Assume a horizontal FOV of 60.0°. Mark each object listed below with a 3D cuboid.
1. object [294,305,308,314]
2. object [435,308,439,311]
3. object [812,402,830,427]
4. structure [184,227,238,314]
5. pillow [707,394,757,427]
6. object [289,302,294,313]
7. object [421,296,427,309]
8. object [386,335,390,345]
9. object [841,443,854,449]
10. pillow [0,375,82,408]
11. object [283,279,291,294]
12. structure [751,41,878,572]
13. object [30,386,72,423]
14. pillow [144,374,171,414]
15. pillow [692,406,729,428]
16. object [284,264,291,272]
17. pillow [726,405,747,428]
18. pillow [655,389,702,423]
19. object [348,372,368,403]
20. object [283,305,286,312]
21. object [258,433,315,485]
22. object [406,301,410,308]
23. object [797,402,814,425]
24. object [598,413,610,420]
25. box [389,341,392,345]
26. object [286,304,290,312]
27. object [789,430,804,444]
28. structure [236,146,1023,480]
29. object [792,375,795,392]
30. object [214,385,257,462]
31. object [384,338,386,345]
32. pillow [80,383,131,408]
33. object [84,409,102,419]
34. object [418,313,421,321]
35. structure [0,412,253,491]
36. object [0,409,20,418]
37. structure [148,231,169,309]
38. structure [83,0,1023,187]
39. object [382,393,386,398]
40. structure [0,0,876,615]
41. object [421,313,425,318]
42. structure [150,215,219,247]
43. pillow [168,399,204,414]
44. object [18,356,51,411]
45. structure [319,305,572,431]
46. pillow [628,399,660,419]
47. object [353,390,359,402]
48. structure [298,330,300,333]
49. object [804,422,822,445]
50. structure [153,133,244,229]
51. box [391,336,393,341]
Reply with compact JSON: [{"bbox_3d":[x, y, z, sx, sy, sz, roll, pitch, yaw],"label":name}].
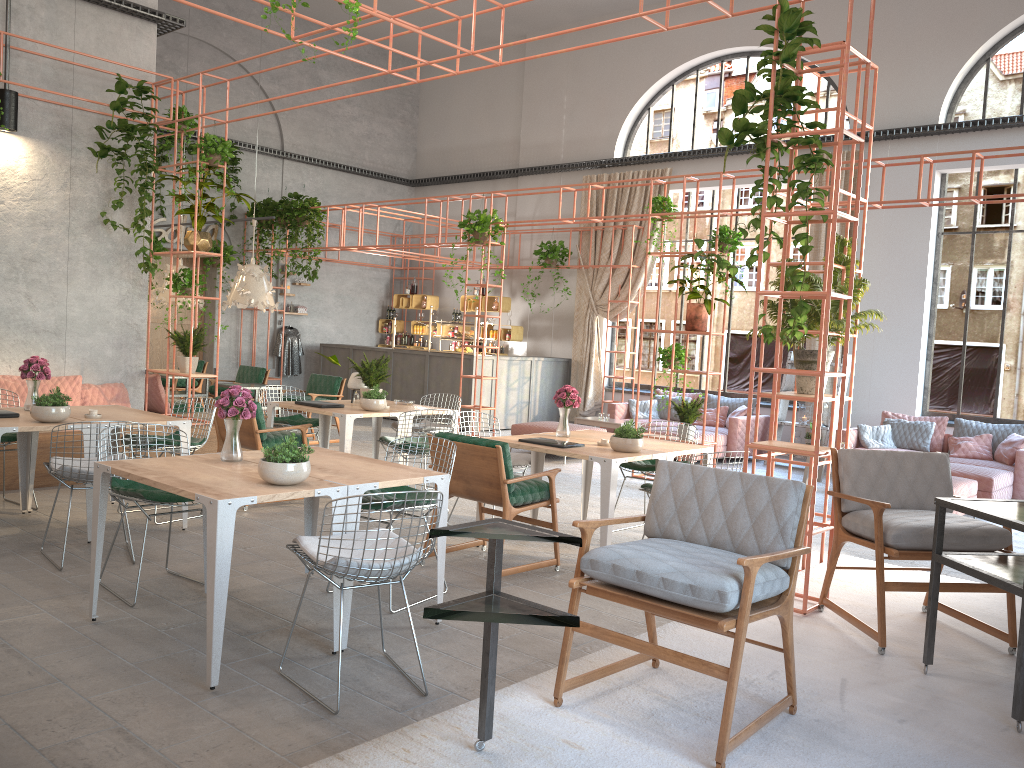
[{"bbox_3d":[-4.034,-1.422,16.940,0.129,0.149,0.219,6,4,41],"label":"object"},{"bbox_3d":[-1.489,-1.364,17.534,0.075,0.273,0.075,4,3,7],"label":"object"},{"bbox_3d":[4.249,0.365,12.191,0.216,0.430,0.219,5,4,35],"label":"object"},{"bbox_3d":[-5.320,-2.012,15.686,0.921,1.527,0.950,6,4,39],"label":"structure"},{"bbox_3d":[3.219,0.416,13.275,0.836,0.476,0.273,6,4,41],"label":"pillow"},{"bbox_3d":[-4.174,-1.454,16.777,0.081,0.204,0.081,6,4,41],"label":"object"},{"bbox_3d":[-1.734,-1.622,17.688,0.137,0.261,0.137,3,3,-13],"label":"object"},{"bbox_3d":[-2.551,-0.908,18.260,0.070,0.209,0.070,5,4,31],"label":"object"},{"bbox_3d":[3.961,0.782,10.594,0.199,0.145,0.156,1,4,-34],"label":"object"},{"bbox_3d":[-4.601,0.145,8.540,0.839,0.474,0.276,2,4,-28],"label":"pillow"},{"bbox_3d":[-4.232,-1.868,16.655,0.136,0.336,0.145,1,4,-35],"label":"object"},{"bbox_3d":[2.057,-0.409,6.105,0.424,3.602,0.624,6,4,41],"label":"structure"},{"bbox_3d":[-3.135,0.136,6.027,0.254,0.247,0.248,6,4,41],"label":"object"},{"bbox_3d":[-4.171,0.090,9.989,0.839,0.474,0.276,5,4,31],"label":"pillow"},{"bbox_3d":[2.949,0.473,13.156,0.479,0.317,0.441,5,3,22],"label":"pillow"},{"bbox_3d":[-4.213,-2.170,16.628,0.133,0.145,0.133,3,3,3],"label":"object"},{"bbox_3d":[3.253,0.490,12.817,0.308,0.349,0.495,3,3,1],"label":"pillow"},{"bbox_3d":[2.547,0.342,13.879,0.839,0.474,0.276,6,4,41],"label":"pillow"},{"bbox_3d":[-1.523,0.045,8.867,0.241,0.313,0.241,3,3,-4],"label":"object"},{"bbox_3d":[-4.283,-1.435,16.673,0.055,0.164,0.092,1,4,-30],"label":"object"},{"bbox_3d":[-1.085,0.354,4.232,0.252,0.247,0.247,6,4,41],"label":"object"},{"bbox_3d":[-2.063,-1.593,17.894,0.141,0.142,0.123,6,4,41],"label":"object"},{"bbox_3d":[4.088,0.413,12.374,0.223,0.297,0.223,1,4,-30],"label":"object"},{"bbox_3d":[1.309,0.501,12.915,0.199,0.145,0.156,1,4,-34],"label":"object"},{"bbox_3d":[-2.463,-0.841,18.187,0.122,0.093,0.058,6,4,41],"label":"box"},{"bbox_3d":[-4.225,-1.427,16.708,0.063,0.151,0.063,5,4,27],"label":"object"},{"bbox_3d":[3.945,0.809,12.310,0.208,0.320,0.192,0,4,-43],"label":"object"},{"bbox_3d":[1.632,-0.818,12.632,14.689,4.247,4.157,6,4,41],"label":"structure"},{"bbox_3d":[4.091,-0.136,12.537,0.216,0.500,0.216,2,3,-17],"label":"object"},{"bbox_3d":[-1.502,0.213,4.816,0.225,0.414,0.213,5,4,33],"label":"object"},{"bbox_3d":[-2.611,-0.876,18.327,0.073,0.131,0.073,2,3,-24],"label":"object"},{"bbox_3d":[-4.196,0.189,9.042,0.289,0.385,0.666,6,4,36],"label":"pillow"},{"bbox_3d":[-3.024,0.210,6.402,0.115,0.078,0.115,0,4,-43],"label":"object"},{"bbox_3d":[-1.839,-1.335,17.676,0.083,0.159,0.083,1,4,-40],"label":"object"},{"bbox_3d":[-6.355,0.452,9.941,5.831,0.500,4.386,6,4,41],"label":"structure"},{"bbox_3d":[-3.670,0.203,6.209,0.427,0.031,0.268,6,4,41],"label":"object"},{"bbox_3d":[-6.157,-2.023,14.663,0.921,1.527,0.950,2,3,-15],"label":"structure"},{"bbox_3d":[-1.457,-3.628,8.331,15.203,0.110,15.603,6,4,41],"label":"structure"},{"bbox_3d":[-1.316,0.139,8.910,0.095,0.119,0.095,2,4,-25],"label":"object"},{"bbox_3d":[-4.504,-1.469,7.969,14.096,4.345,4.501,6,4,40],"label":"structure"},{"bbox_3d":[-1.771,-1.328,17.616,0.083,0.159,0.083,1,4,-40],"label":"object"},{"bbox_3d":[-5.613,-2.631,15.129,0.063,0.505,1.312,6,4,41],"label":"structure"},{"bbox_3d":[-3.984,0.264,10.388,0.637,0.149,0.491,6,4,42],"label":"pillow"},{"bbox_3d":[-3.557,-0.005,6.615,0.225,0.414,0.213,5,4,33],"label":"object"},{"bbox_3d":[-1.293,-0.394,16.506,4.057,2.022,2.579,6,4,41],"label":"structure"},{"bbox_3d":[2.058,0.405,13.708,0.500,0.324,0.307,3,3,-14],"label":"pillow"},{"bbox_3d":[-1.499,0.109,9.024,0.210,0.154,0.165,5,4,31],"label":"object"},{"bbox_3d":[-4.093,-1.006,17.027,0.019,0.044,0.066,6,4,41],"label":"structure"},{"bbox_3d":[4.115,0.755,12.123,0.236,0.464,0.225,4,3,19],"label":"object"},{"bbox_3d":[-5.481,-3.458,15.017,0.856,1.514,1.939,6,4,35],"label":"structure"},{"bbox_3d":[-2.433,-0.934,18.214,0.058,0.093,0.122,1,4,-37],"label":"box"}]
